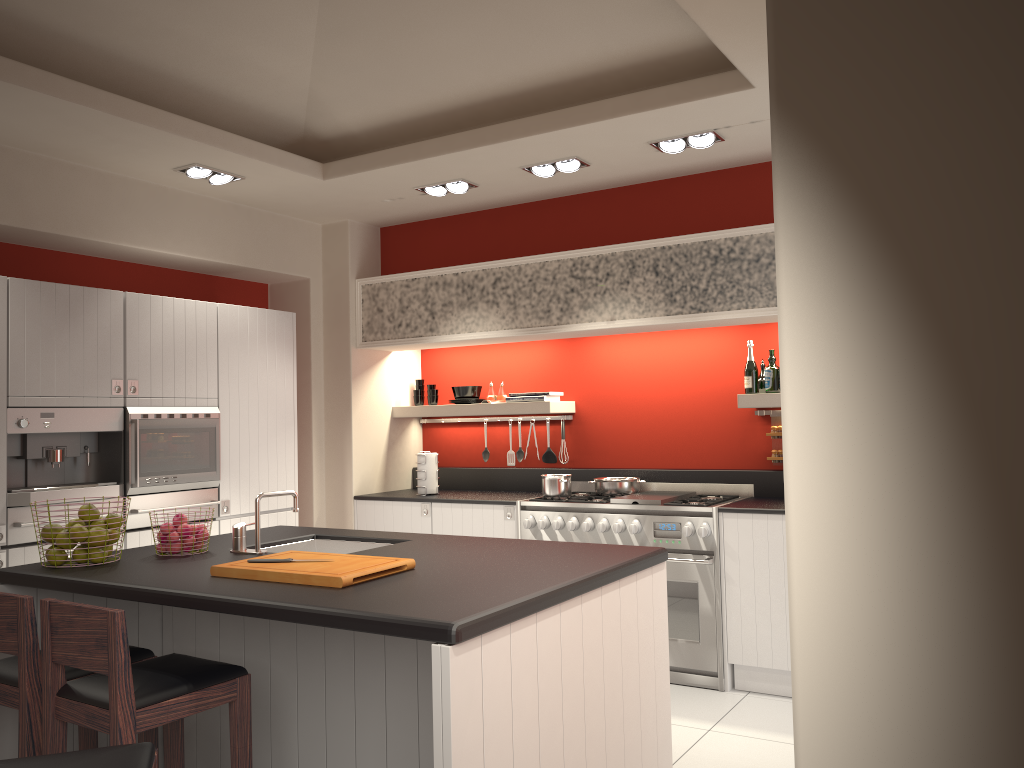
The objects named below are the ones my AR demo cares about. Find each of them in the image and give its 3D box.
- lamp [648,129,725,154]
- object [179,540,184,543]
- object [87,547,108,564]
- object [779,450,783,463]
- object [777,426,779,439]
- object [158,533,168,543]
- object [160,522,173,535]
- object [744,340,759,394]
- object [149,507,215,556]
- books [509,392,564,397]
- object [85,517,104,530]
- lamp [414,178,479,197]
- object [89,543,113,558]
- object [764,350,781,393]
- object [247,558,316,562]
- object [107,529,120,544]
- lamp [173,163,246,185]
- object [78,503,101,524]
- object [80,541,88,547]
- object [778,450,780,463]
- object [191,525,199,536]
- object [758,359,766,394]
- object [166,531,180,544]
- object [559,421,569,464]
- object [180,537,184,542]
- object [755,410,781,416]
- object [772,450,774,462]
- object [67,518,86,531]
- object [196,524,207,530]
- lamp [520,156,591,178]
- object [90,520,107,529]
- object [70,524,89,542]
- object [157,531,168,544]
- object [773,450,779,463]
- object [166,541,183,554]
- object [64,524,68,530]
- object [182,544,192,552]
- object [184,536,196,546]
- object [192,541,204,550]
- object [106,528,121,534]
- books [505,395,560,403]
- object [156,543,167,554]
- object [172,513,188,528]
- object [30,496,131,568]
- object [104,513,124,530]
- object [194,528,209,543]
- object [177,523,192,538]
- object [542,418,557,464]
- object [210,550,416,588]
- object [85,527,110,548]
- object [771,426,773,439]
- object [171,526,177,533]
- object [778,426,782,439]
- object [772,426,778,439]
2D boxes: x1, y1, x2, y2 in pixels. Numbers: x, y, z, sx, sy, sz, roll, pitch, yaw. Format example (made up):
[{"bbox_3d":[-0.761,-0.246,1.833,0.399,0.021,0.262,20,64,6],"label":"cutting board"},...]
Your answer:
[{"bbox_3d":[0.938,-1.319,4.763,0.361,0.103,0.199,-3,-3,31],"label":"lamp"},{"bbox_3d":[-1.329,0.647,3.589,0.050,0.049,0.049,-1,-2,-3],"label":"object"},{"bbox_3d":[-1.522,0.626,3.257,0.068,0.068,0.068,-4,-3,42],"label":"object"},{"bbox_3d":[1.665,0.446,5.464,0.034,0.078,0.034,1,-3,-38],"label":"object"},{"bbox_3d":[1.666,0.299,5.513,0.034,0.078,0.034,1,-3,-38],"label":"object"},{"bbox_3d":[-1.360,0.602,3.463,0.041,0.041,0.040,0,-3,-22],"label":"object"},{"bbox_3d":[-1.345,0.563,3.452,0.048,0.046,0.048,-1,-3,-13],"label":"object"},{"bbox_3d":[1.462,-0.103,5.422,0.083,0.331,0.083,-1,-3,2],"label":"object"},{"bbox_3d":[-1.310,0.586,3.524,0.248,0.168,0.248,-2,-3,19],"label":"object"},{"bbox_3d":[0.172,0.074,6.298,0.332,0.026,0.207,-3,-3,32],"label":"books"},{"bbox_3d":[-1.590,0.540,3.385,0.078,0.076,0.071,-1,-2,1],"label":"object"},{"bbox_3d":[-0.414,-1.252,5.582,0.361,0.109,0.199,-3,-3,31],"label":"lamp"},{"bbox_3d":[-1.549,0.622,3.340,0.084,0.079,0.086,-1,-3,-14],"label":"object"},{"bbox_3d":[1.566,-0.076,5.333,0.094,0.264,0.094,-2,-3,20],"label":"object"},{"bbox_3d":[-0.744,0.595,2.996,0.302,0.010,0.035,-1,-2,2],"label":"object"},{"bbox_3d":[-1.500,0.571,3.322,0.057,0.057,0.055,-2,-3,23],"label":"object"},{"bbox_3d":[-1.761,-1.228,5.169,0.199,0.084,0.361,-3,-3,31],"label":"lamp"},{"bbox_3d":[-1.590,0.487,3.334,0.078,0.080,0.078,-3,-3,31],"label":"object"},{"bbox_3d":[-1.615,0.599,3.385,0.064,0.060,0.064,-3,-3,26],"label":"object"},{"bbox_3d":[1.670,0.447,5.506,0.034,0.078,0.034,1,-3,-38],"label":"object"},{"bbox_3d":[-1.270,0.583,3.531,0.041,0.044,0.045,-1,-2,1],"label":"object"},{"bbox_3d":[1.577,-0.048,5.567,0.113,0.226,0.113,-1,-3,-17],"label":"object"},{"bbox_3d":[-1.318,0.597,3.448,0.048,0.046,0.048,-1,-3,-10],"label":"object"},{"bbox_3d":[0.367,0.411,6.342,0.069,0.328,0.069,-2,-3,9],"label":"object"},{"bbox_3d":[-1.308,0.607,3.560,0.055,0.056,0.055,-4,-3,41],"label":"object"},{"bbox_3d":[2.133,0.157,5.305,1.355,0.034,0.048,-3,-3,31],"label":"object"},{"bbox_3d":[1.636,0.449,5.526,0.034,0.078,0.034,1,-3,-38],"label":"object"},{"bbox_3d":[-1.611,0.528,3.280,0.062,0.061,0.057,1,-3,-44],"label":"object"},{"bbox_3d":[-1.262,0.592,3.582,0.056,0.050,0.055,0,-3,-20],"label":"object"},{"bbox_3d":[0.253,-1.285,5.178,0.361,0.104,0.199,-3,-3,31],"label":"lamp"},{"bbox_3d":[-1.548,0.537,3.318,0.056,0.054,0.057,-1,-2,2],"label":"object"},{"bbox_3d":[-1.576,0.542,3.230,0.067,0.068,0.067,-1,-3,-6],"label":"object"},{"bbox_3d":[-1.371,0.602,3.505,0.059,0.059,0.060,-4,-3,43],"label":"object"},{"bbox_3d":[1.631,0.447,5.484,0.034,0.078,0.034,1,-3,-38],"label":"object"},{"bbox_3d":[-1.324,0.637,3.476,0.062,0.057,0.061,-3,-3,31],"label":"object"},{"bbox_3d":[-1.655,0.549,3.346,0.062,0.061,0.057,1,-3,-44],"label":"object"},{"bbox_3d":[-1.289,0.649,3.516,0.040,0.039,0.039,-1,-3,-10],"label":"object"},{"bbox_3d":[-1.267,0.617,3.488,0.046,0.043,0.046,-1,-3,-19],"label":"object"},{"bbox_3d":[-1.267,0.645,3.574,0.050,0.049,0.049,-1,-2,-3],"label":"object"},{"bbox_3d":[-1.527,0.569,3.379,0.067,0.064,0.066,-3,-3,35],"label":"object"},{"bbox_3d":[0.148,0.108,6.287,0.331,0.042,0.207,-3,-3,36],"label":"books"},{"bbox_3d":[-1.379,0.645,3.505,0.050,0.049,0.049,-1,-2,-3],"label":"object"},{"bbox_3d":[-1.312,0.539,3.507,0.056,0.058,0.056,-1,-3,-14],"label":"object"},{"bbox_3d":[-1.609,0.549,3.314,0.341,0.232,0.341,0,-3,-26],"label":"object"},{"bbox_3d":[-1.505,0.520,3.352,0.067,0.064,0.067,-3,-3,32],"label":"object"},{"bbox_3d":[-1.238,0.605,3.540,0.055,0.056,0.055,-4,-3,41],"label":"object"},{"bbox_3d":[-1.284,0.575,3.479,0.056,0.055,0.051,1,-3,-44],"label":"object"},{"bbox_3d":[0.273,0.411,6.420,0.123,0.331,0.040,-3,-3,31],"label":"object"},{"bbox_3d":[-0.666,0.614,2.975,0.570,0.033,0.372,-3,-3,30],"label":"object"},{"bbox_3d":[-1.530,0.568,3.271,0.082,0.082,0.082,-1,-2,-2],"label":"object"},{"bbox_3d":[1.633,0.301,5.533,0.034,0.078,0.034,1,-3,-38],"label":"object"},{"bbox_3d":[-1.340,0.577,3.492,0.041,0.039,0.041,1,-3,-43],"label":"object"},{"bbox_3d":[1.661,0.298,5.471,0.034,0.078,0.034,1,-3,-38],"label":"object"},{"bbox_3d":[1.628,0.299,5.491,0.034,0.078,0.034,1,-3,-38],"label":"object"}]
